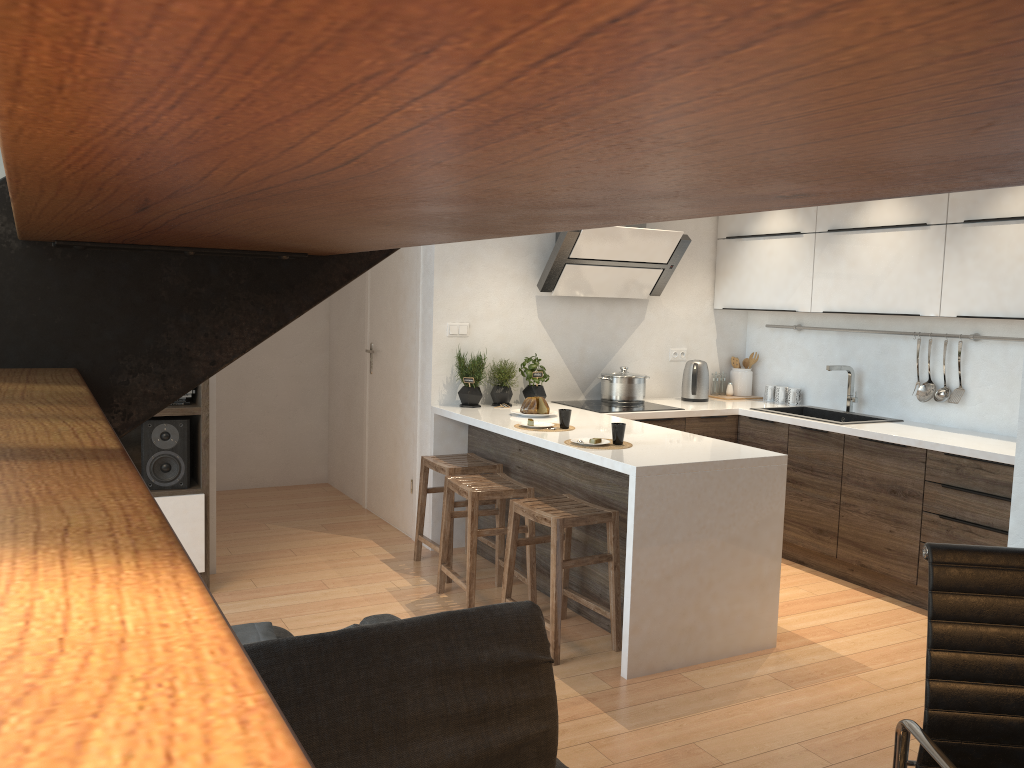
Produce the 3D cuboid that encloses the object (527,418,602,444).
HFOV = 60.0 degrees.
[{"bbox_3d":[0.224,0.216,4.147,0.064,0.039,0.597,-2,6,-32],"label":"object"}]

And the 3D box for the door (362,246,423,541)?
[{"bbox_3d":[-0.778,-0.147,5.687,0.085,2.136,0.974,-1,6,-29],"label":"door"}]

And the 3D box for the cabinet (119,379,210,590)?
[{"bbox_3d":[-3.277,-0.190,3.362,4.036,2.494,0.338,-1,6,-29],"label":"cabinet"}]

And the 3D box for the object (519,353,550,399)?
[{"bbox_3d":[0.127,-0.029,5.308,0.172,0.311,0.179,0,6,-18],"label":"object"}]

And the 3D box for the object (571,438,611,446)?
[{"bbox_3d":[0.346,0.257,3.907,0.176,0.014,0.176,-1,6,-24],"label":"object"}]

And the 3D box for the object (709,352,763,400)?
[{"bbox_3d":[1.532,-0.062,6.077,0.330,0.316,0.221,-1,6,-29],"label":"object"}]

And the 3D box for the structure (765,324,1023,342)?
[{"bbox_3d":[2.452,-0.249,4.713,0.050,0.045,3.000,-1,6,-29],"label":"structure"}]

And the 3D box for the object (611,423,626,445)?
[{"bbox_3d":[0.468,0.221,3.911,0.066,0.093,0.066,5,7,34],"label":"object"}]

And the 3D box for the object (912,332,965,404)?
[{"bbox_3d":[2.349,-0.087,4.893,0.069,0.389,0.320,-1,6,-27],"label":"object"}]

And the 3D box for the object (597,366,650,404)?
[{"bbox_3d":[0.700,0.001,5.569,0.315,0.223,0.288,3,6,12],"label":"object"}]

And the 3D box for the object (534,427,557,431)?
[{"bbox_3d":[0.161,0.217,4.288,0.126,0.011,0.025,-1,6,-25],"label":"object"}]

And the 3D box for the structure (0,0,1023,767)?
[{"bbox_3d":[0.382,-0.081,0.707,5.660,3.460,1.289,-1,6,-29],"label":"structure"}]

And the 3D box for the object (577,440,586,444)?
[{"bbox_3d":[0.307,0.256,3.871,0.025,0.012,0.126,1,5,-10],"label":"object"}]

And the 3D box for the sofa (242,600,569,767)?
[{"bbox_3d":[-1.688,0.778,1.624,3.169,0.995,2.108,-1,6,-28],"label":"sofa"}]

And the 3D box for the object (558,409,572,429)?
[{"bbox_3d":[0.259,0.173,4.357,0.066,0.093,0.066,2,5,7],"label":"object"}]

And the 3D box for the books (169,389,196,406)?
[{"bbox_3d":[-1.723,0.010,4.259,0.374,0.176,0.224,-1,6,-29],"label":"books"}]

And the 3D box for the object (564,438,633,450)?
[{"bbox_3d":[0.382,0.264,3.931,0.304,0.002,0.304,2,5,3],"label":"object"}]

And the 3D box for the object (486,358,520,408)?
[{"bbox_3d":[-0.049,-0.013,5.222,0.211,0.283,0.221,0,6,-15],"label":"object"}]

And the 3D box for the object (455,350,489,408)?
[{"bbox_3d":[-0.240,-0.051,5.116,0.196,0.367,0.186,-1,6,-29],"label":"object"}]

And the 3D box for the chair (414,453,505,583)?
[{"bbox_3d":[-0.284,0.711,4.847,0.350,0.600,0.450,-1,6,-29],"label":"chair"}]

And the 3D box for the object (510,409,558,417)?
[{"bbox_3d":[0.120,0.160,4.837,0.261,0.021,0.261,-2,7,-34],"label":"object"}]

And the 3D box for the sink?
[{"bbox_3d":[1.851,0.151,5.257,0.512,0.518,0.706,-1,6,-29],"label":"sink"}]

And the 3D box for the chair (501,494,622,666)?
[{"bbox_3d":[0.212,0.821,3.848,0.350,0.600,0.450,-2,6,-31],"label":"chair"}]

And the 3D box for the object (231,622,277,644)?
[{"bbox_3d":[-0.963,0.928,2.423,0.685,0.369,0.548,0,6,-21],"label":"object"}]

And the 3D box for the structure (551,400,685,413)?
[{"bbox_3d":[0.638,0.130,5.404,0.609,0.006,0.550,-1,6,-29],"label":"structure"}]

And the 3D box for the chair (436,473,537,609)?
[{"bbox_3d":[-0.122,0.768,4.294,0.350,0.600,0.450,-1,6,-24],"label":"chair"}]

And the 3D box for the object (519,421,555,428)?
[{"bbox_3d":[0.123,0.205,4.391,0.176,0.014,0.176,-3,7,-39],"label":"object"}]

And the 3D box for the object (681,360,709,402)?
[{"bbox_3d":[1.193,-0.024,5.815,0.220,0.270,0.179,-3,7,-41],"label":"object"}]

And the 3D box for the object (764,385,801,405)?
[{"bbox_3d":[1.786,0.071,5.869,0.112,0.105,0.297,-1,6,-27],"label":"object"}]

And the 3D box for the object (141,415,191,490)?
[{"bbox_3d":[-1.672,0.324,4.295,0.214,0.331,0.244,0,6,-19],"label":"object"}]

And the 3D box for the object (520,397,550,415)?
[{"bbox_3d":[0.126,0.120,4.848,0.161,0.101,0.155,-2,6,-33],"label":"object"}]

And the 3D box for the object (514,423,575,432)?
[{"bbox_3d":[0.161,0.213,4.399,0.305,0.002,0.305,5,6,30],"label":"object"}]

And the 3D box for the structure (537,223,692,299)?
[{"bbox_3d":[0.635,-1.026,5.373,0.898,0.998,0.407,-1,6,-29],"label":"structure"}]

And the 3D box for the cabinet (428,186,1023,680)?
[{"bbox_3d":[1.431,-0.076,4.148,2.401,2.401,3.495,-1,6,-29],"label":"cabinet"}]

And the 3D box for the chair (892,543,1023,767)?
[{"bbox_3d":[1.076,0.861,1.598,0.651,0.991,0.700,2,5,6],"label":"chair"}]
